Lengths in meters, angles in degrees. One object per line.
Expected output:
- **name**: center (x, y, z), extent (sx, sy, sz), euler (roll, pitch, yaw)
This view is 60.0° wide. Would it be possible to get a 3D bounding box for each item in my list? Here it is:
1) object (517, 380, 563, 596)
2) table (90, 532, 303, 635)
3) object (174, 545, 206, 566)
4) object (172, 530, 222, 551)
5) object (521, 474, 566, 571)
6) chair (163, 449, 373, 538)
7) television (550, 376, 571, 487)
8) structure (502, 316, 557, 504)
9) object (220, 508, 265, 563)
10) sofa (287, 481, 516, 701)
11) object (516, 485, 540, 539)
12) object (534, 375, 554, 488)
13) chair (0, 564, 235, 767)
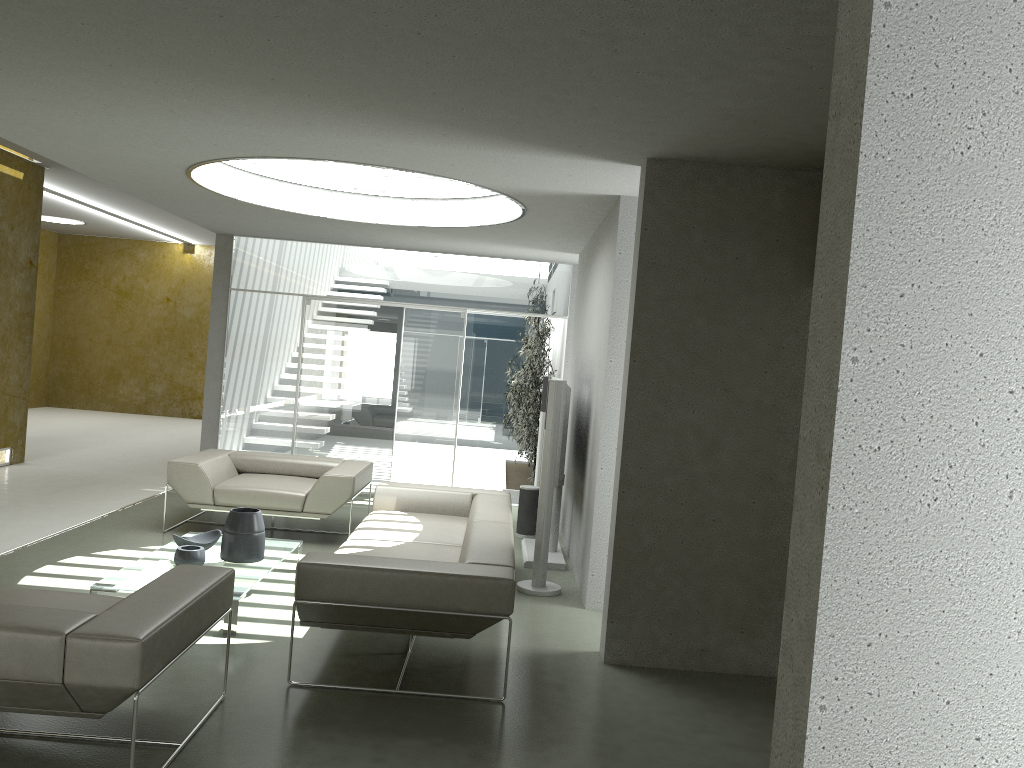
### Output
- **object**: center (0.247, 0.705, 6.156), extent (0.310, 1.469, 0.310), euler (4, 2, -24)
- **table**: center (-1.861, 1.184, 5.464), extent (0.790, 0.200, 1.500), euler (5, 1, -1)
- **object**: center (-1.910, 1.028, 5.261), extent (0.177, 0.113, 0.177), euler (4, 1, -20)
- **object**: center (-2.007, 1.005, 5.644), extent (0.223, 0.125, 0.317), euler (6, 2, 36)
- **object**: center (0.274, 1.073, 7.258), extent (0.323, 0.689, 0.882), euler (5, 1, -1)
- **chair**: center (-2.000, 0.932, 7.478), extent (1.481, 0.583, 1.039), euler (5, 1, -1)
- **television**: center (0.388, 0.345, 7.241), extent (0.127, 0.781, 1.603), euler (5, 1, -1)
- **structure**: center (0.221, 0.013, 11.469), extent (0.646, 2.589, 3.371), euler (5, 1, -1)
- **object**: center (-1.676, 0.942, 5.545), extent (0.265, 0.309, 0.265), euler (4, 1, -18)
- **sofa**: center (-0.531, 1.100, 5.471), extent (1.037, 0.585, 2.791), euler (5, 1, -1)
- **object**: center (0.141, 1.157, 8.017), extent (0.175, 0.461, 0.185), euler (5, 1, -6)
- **object**: center (0.291, 0.654, 8.395), extent (0.310, 1.469, 0.310), euler (5, 2, 26)
- **chair**: center (-1.959, 1.034, 3.380), extent (1.481, 0.583, 1.039), euler (5, 1, -1)
